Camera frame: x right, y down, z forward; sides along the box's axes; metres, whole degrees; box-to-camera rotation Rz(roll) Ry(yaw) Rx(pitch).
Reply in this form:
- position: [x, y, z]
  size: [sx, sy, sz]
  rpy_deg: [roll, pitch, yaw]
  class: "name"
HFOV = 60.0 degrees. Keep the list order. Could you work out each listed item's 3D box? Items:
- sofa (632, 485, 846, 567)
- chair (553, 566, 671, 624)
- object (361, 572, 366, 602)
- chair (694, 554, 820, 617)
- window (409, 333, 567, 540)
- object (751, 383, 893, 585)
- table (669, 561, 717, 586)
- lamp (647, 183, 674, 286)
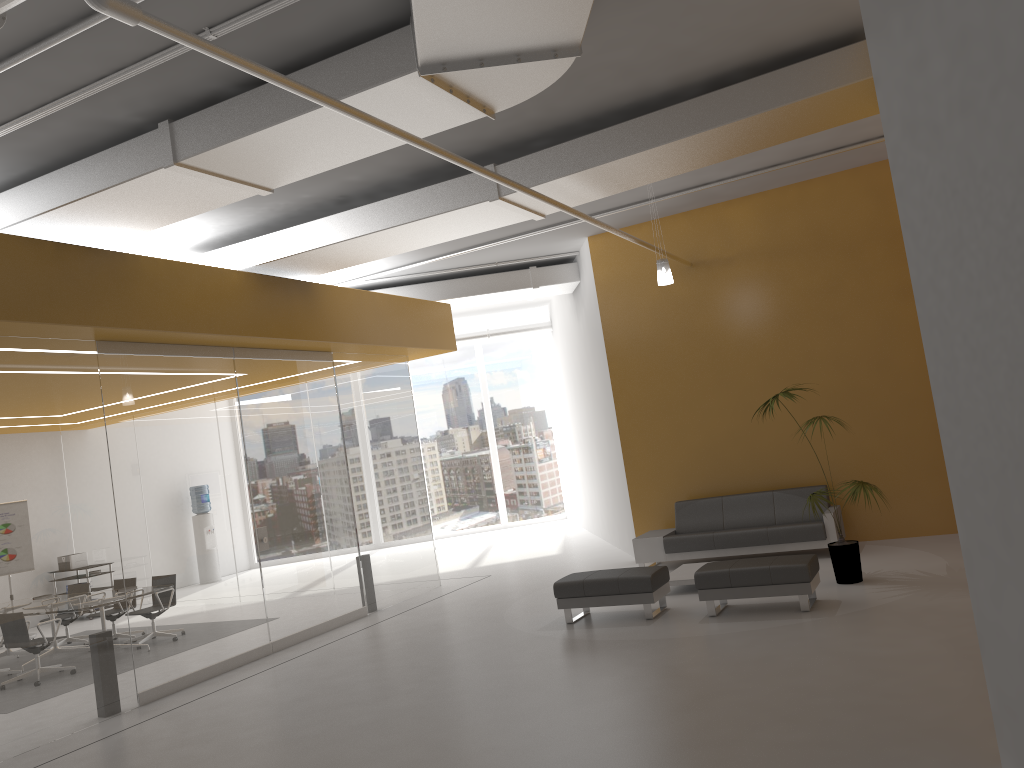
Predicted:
- position: [2.717, 1.763, 10.789]
  size: [2.400, 0.761, 0.860]
  rpy_deg: [-11, -5, 26]
  class: "sofa"
- position: [0.983, 2.038, 8.599]
  size: [1.012, 0.423, 0.575]
  rpy_deg: [-11, -5, 26]
  class: "chair"
- position: [-1.846, 2.513, 11.166]
  size: [0.124, 0.706, 0.152]
  rpy_deg: [-10, -4, 21]
  class: "object"
- position: [2.218, 1.803, 7.965]
  size: [1.012, 0.423, 0.575]
  rpy_deg: [-11, -5, 26]
  class: "chair"
- position: [-1.890, 1.248, 20.023]
  size: [8.533, 4.498, 0.100]
  rpy_deg: [-8, -4, -4]
  class: "window"
- position: [3.000, 0.954, 8.613]
  size: [0.912, 1.956, 1.222]
  rpy_deg: [-7, -5, -23]
  class: "object"
- position: [2.196, 2.058, 9.503]
  size: [1.000, 0.150, 1.000]
  rpy_deg: [-11, -5, 26]
  class: "table"
- position: [1.594, -1.699, 9.752]
  size: [0.174, 1.227, 0.174]
  rpy_deg: [-7, -5, -23]
  class: "lamp"
